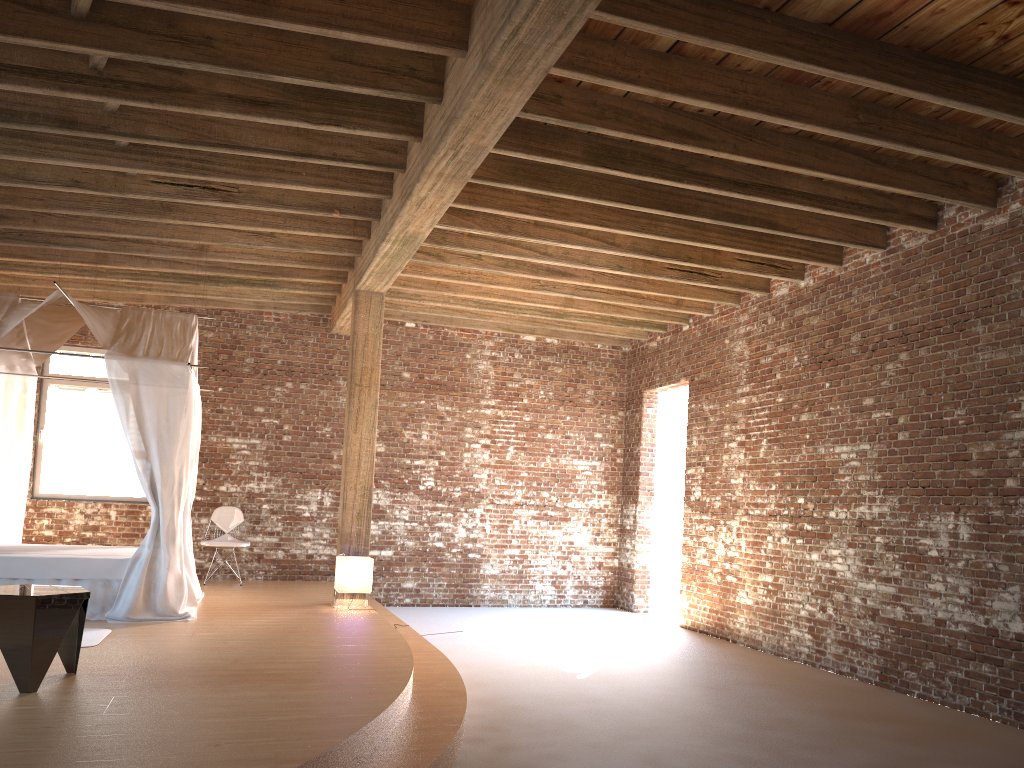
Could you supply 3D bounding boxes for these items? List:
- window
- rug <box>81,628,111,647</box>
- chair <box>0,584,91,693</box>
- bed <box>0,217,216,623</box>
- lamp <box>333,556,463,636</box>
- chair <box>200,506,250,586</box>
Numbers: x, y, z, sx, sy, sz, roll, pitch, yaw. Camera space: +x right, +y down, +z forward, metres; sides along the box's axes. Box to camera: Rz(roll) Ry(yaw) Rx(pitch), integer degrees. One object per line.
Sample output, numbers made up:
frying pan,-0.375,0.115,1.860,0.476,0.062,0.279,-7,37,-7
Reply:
window,-4.843,0.474,10.352,1.352,1.840,0.167,4,-4,-19
rug,-3.542,1.707,5.940,1.473,0.007,0.843,5,-8,-18
chair,-2.583,1.341,4.690,0.525,0.487,0.632,0,-7,26
bed,-4.055,0.011,7.783,2.744,3.864,2.441,4,-5,-18
lamp,-1.046,2.075,8.643,1.429,0.777,0.350,6,-5,-26
chair,-3.356,1.884,10.335,0.552,0.893,0.561,4,-5,-18
